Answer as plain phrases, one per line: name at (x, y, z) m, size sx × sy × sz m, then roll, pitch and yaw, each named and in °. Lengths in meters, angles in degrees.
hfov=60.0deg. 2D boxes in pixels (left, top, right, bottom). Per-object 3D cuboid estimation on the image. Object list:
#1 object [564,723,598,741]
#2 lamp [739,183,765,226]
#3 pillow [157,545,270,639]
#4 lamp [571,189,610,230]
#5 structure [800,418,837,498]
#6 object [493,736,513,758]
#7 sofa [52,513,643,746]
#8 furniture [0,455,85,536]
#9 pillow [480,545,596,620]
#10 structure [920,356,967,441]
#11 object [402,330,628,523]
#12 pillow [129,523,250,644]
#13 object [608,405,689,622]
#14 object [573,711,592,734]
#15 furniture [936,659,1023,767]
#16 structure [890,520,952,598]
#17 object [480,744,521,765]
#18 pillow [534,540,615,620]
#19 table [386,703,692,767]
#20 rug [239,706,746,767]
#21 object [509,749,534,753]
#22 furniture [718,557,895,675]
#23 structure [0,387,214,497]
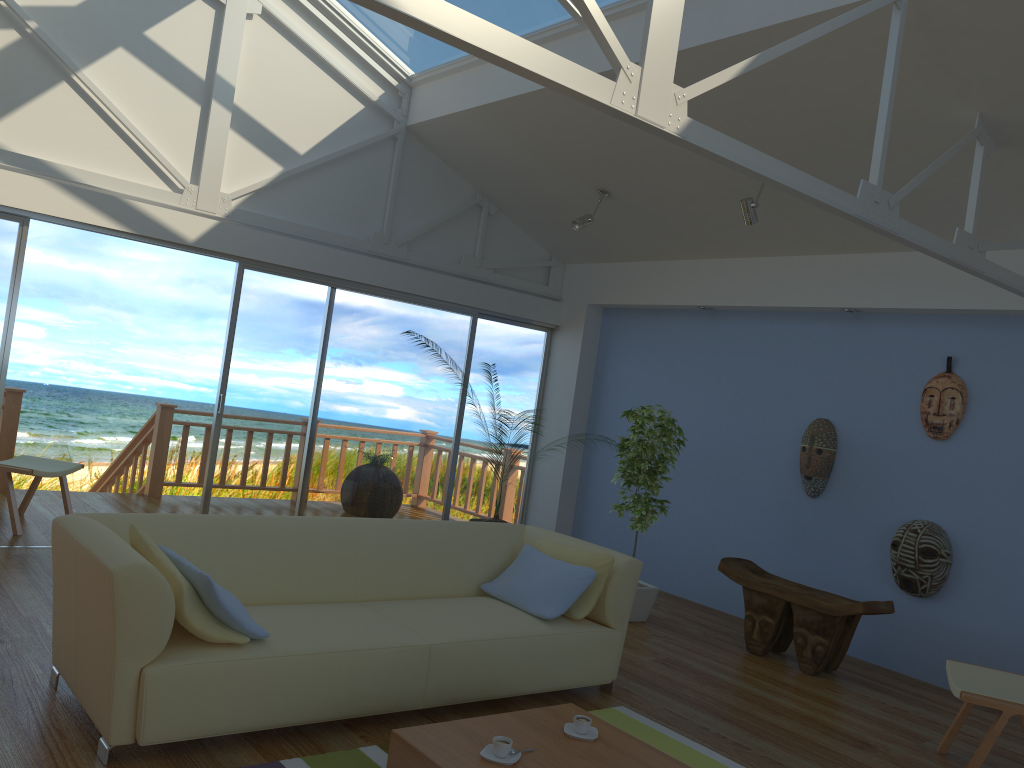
object at (0.238, 1.202, 3.060) m, size 0.118 × 0.016 × 0.118 m, roll 8°, pitch -1°, yaw 6°
lamp at (1.456, -1.119, 5.301) m, size 0.195 × 0.351 × 0.127 m, roll 8°, pitch -1°, yaw -21°
pillow at (-1.097, 0.752, 3.229) m, size 0.272 × 0.244 × 0.566 m, roll 9°, pitch -1°, yaw -42°
lamp at (0.560, -1.247, 6.376) m, size 0.254 × 0.327 × 0.118 m, roll 8°, pitch -1°, yaw -21°
structure at (2.017, 0.492, 5.934) m, size 0.115 × 0.541 × 0.254 m, roll 9°, pitch -1°, yaw -39°
object at (-0.033, 1.136, 2.775) m, size 0.062 × 0.049 × 0.078 m, roll 8°, pitch -1°, yaw -3°
sofa at (-0.595, 0.949, 3.818) m, size 2.448 × 0.597 × 0.950 m, roll 9°, pitch -1°, yaw -39°
furniture at (-3.294, 0.733, 5.978) m, size 0.449 × 0.427 × 0.619 m, roll 8°, pitch -1°, yaw 6°
pillow at (0.110, 0.937, 4.210) m, size 0.272 × 0.244 × 0.566 m, roll 9°, pitch -1°, yaw -37°
structure at (2.594, 0.085, 5.346) m, size 0.063 × 0.508 × 0.264 m, roll 9°, pitch -1°, yaw -39°
object at (0.040, 0.579, 6.593) m, size 1.563 × 1.695 × 1.706 m, roll 8°, pitch -1°, yaw 42°
pillow at (-1.160, 0.704, 3.163) m, size 0.275 × 0.312 × 0.571 m, roll 9°, pitch -1°, yaw -42°
object at (0.848, 0.830, 5.769) m, size 0.495 × 1.409 × 0.699 m, roll 8°, pitch -1°, yaw 4°
object at (0.246, 1.165, 3.069) m, size 0.062 × 0.077 × 0.086 m, roll 8°, pitch -1°, yaw 21°
furniture at (2.063, 1.476, 3.709) m, size 0.449 × 0.427 × 0.619 m, roll 8°, pitch -1°, yaw 21°
structure at (2.405, 1.045, 5.299) m, size 0.185 × 0.466 × 0.359 m, roll 9°, pitch -1°, yaw -39°
object at (-0.036, 1.159, 2.767) m, size 0.118 × 0.016 × 0.118 m, roll 8°, pitch -1°, yaw 17°
pillow at (0.218, 0.916, 4.280) m, size 0.201 × 0.311 × 0.559 m, roll 9°, pitch -1°, yaw -39°
table at (0.153, 1.292, 2.801) m, size 0.800 × 0.198 × 0.800 m, roll 9°, pitch -1°, yaw -39°
rug at (0.127, 1.398, 2.810) m, size 2.100 × 0.018 × 1.400 m, roll 9°, pitch -1°, yaw -39°
object at (0.032, 1.164, 2.822) m, size 0.025 × 0.021 × 0.119 m, roll 8°, pitch -1°, yaw 42°
furniture at (1.687, 1.400, 5.270) m, size 0.329 × 0.507 × 1.100 m, roll 9°, pitch -1°, yaw -38°
structure at (-3.721, 0.967, 7.551) m, size 6.950 × 2.064 × 4.086 m, roll 9°, pitch -1°, yaw -39°
